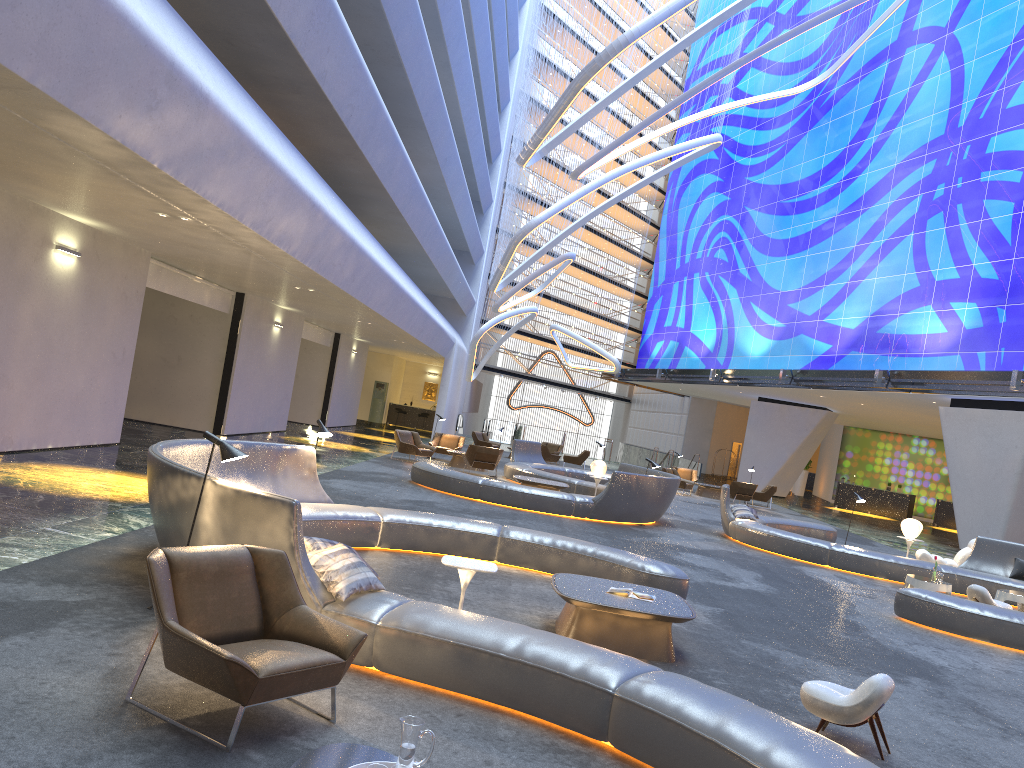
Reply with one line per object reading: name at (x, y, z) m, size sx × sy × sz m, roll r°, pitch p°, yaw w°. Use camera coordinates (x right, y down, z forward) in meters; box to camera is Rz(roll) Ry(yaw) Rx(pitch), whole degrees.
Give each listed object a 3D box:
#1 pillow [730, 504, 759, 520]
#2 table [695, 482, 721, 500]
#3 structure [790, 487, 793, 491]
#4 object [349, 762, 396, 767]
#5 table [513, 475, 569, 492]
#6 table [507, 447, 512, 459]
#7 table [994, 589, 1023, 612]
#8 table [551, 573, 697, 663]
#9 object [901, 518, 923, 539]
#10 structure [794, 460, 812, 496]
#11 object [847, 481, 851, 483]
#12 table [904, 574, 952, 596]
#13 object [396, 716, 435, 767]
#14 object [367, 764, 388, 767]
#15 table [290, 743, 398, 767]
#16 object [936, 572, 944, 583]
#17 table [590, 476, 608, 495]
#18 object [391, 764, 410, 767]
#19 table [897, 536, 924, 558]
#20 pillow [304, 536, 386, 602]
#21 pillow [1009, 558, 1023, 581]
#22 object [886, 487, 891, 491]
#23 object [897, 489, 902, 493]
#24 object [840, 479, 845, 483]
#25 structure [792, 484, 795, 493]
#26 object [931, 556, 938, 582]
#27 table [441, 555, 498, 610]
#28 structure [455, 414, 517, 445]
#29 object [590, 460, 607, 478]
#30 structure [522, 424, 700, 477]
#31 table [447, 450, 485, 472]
pillow at (4.560, 2.523, 17.571) m, size 0.692 × 0.262 × 0.878 m, roll 9°, pitch -1°, yaw 10°
table at (6.654, 3.586, 29.562) m, size 1.203 × 0.392 × 1.203 m, roll 10°, pitch -1°, yaw 2°
structure at (15.085, 4.705, 47.117) m, size 1.021 × 2.051 × 0.773 m, roll 10°, pitch 0°, yaw 13°
object at (-0.405, 1.391, 3.029) m, size 0.381 × 0.038 × 0.381 m, roll 10°, pitch -2°, yaw -7°
table at (0.581, 2.237, 18.718) m, size 1.203 × 0.392 × 1.203 m, roll 10°, pitch -1°, yaw 2°
table at (0.433, 2.610, 32.556) m, size 1.201 × 0.392 × 1.205 m, roll 9°, pitch -2°, yaw 19°
table at (7.228, 3.198, 12.711) m, size 0.672 × 0.406 × 0.672 m, roll 9°, pitch -1°, yaw 21°
table at (0.891, 1.966, 7.492) m, size 1.203 × 0.392 × 1.203 m, roll 10°, pitch -1°, yaw 2°
object at (7.717, 2.797, 17.133) m, size 0.367 × 0.387 × 0.317 m, roll 10°, pitch -1°, yaw -17°
structure at (14.157, 4.432, 43.155) m, size 1.024 × 2.051 × 0.771 m, roll 10°, pitch 0°, yaw -21°
object at (14.347, 4.179, 37.760) m, size 0.107 × 0.108 × 0.111 m, roll 9°, pitch -1°, yaw 36°
table at (5.754, 2.939, 12.459) m, size 0.675 × 0.406 × 0.669 m, roll 11°, pitch -1°, yaw -37°
object at (-0.351, 1.289, 3.068) m, size 0.131 × 0.252 × 0.103 m, roll 10°, pitch 0°, yaw -16°
object at (-0.455, 1.336, 2.949) m, size 0.071 × 0.118 × 0.071 m, roll 10°, pitch 0°, yaw -17°
table at (-0.497, 1.603, 3.137) m, size 0.671 × 0.406 × 0.673 m, roll 10°, pitch -1°, yaw -2°
object at (6.005, 2.716, 12.435) m, size 0.071 × 0.118 × 0.151 m, roll 10°, pitch -1°, yaw 11°
table at (1.878, 2.373, 19.737) m, size 0.418 × 0.595 × 0.428 m, roll 10°, pitch 0°, yaw 0°
object at (-0.380, 1.350, 2.973) m, size 0.071 × 0.118 × 0.071 m, roll 10°, pitch 0°, yaw -31°
table at (7.660, 3.287, 17.180) m, size 0.419 × 0.595 × 0.427 m, roll 10°, pitch 0°, yaw -25°
pillow at (-1.176, 1.207, 5.923) m, size 0.694 × 0.262 × 0.875 m, roll 11°, pitch -2°, yaw -37°
pillow at (8.516, 3.078, 14.415) m, size 0.296 × 0.369 × 0.767 m, roll 10°, pitch -1°, yaw -45°
object at (15.621, 4.349, 36.751) m, size 0.150 × 0.145 × 0.150 m, roll 9°, pitch -1°, yaw 35°
object at (15.958, 4.400, 36.529) m, size 0.150 × 0.145 × 0.150 m, roll 9°, pitch -1°, yaw 35°
object at (14.153, 4.130, 37.905) m, size 0.149 × 0.150 × 0.149 m, roll 9°, pitch -1°, yaw 36°
structure at (14.670, 4.580, 45.230) m, size 0.774 × 2.051 × 1.020 m, roll 10°, pitch 0°, yaw -28°
object at (5.902, 2.576, 12.346) m, size 0.066 × 0.356 × 0.076 m, roll 10°, pitch 0°, yaw -32°
table at (-0.361, 1.610, 6.527) m, size 0.418 × 0.595 × 0.427 m, roll 10°, pitch 0°, yaw -3°
structure at (-1.762, 6.150, 54.538) m, size 3.016 × 8.239 × 19.836 m, roll 10°, pitch -1°, yaw 1°
object at (1.920, 1.881, 19.705) m, size 0.366 × 0.387 × 0.318 m, roll 10°, pitch 0°, yaw 8°
structure at (4.580, 7.277, 54.870) m, size 9.303 × 8.399 × 19.740 m, roll 10°, pitch -1°, yaw 1°
table at (-1.200, 2.087, 24.076) m, size 1.203 × 0.392 × 1.203 m, roll 10°, pitch -1°, yaw 1°
